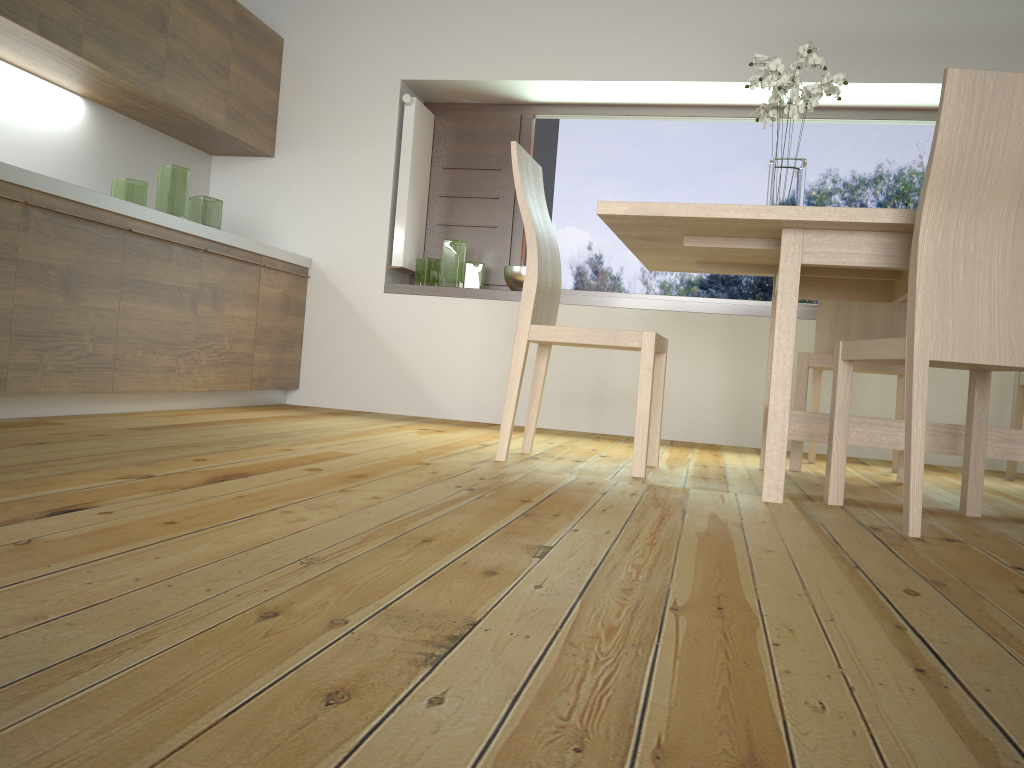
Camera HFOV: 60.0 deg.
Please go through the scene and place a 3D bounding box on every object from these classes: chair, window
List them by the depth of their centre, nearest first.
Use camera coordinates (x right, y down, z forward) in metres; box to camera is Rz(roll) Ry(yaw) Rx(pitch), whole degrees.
[{"bbox_3d":[1.078,-0.165,2.147,0.404,1.017,0.506,5,0,1],"label":"chair"},{"bbox_3d":[0.246,-0.246,2.918,0.506,1.017,0.404,4,0,15],"label":"chair"},{"bbox_3d":[2.186,-0.101,3.382,0.404,1.017,0.506,4,0,11],"label":"chair"},{"bbox_3d":[1.346,-0.169,3.425,0.404,1.017,0.505,4,0,23],"label":"chair"},{"bbox_3d":[2.114,-0.864,4.571,4.188,0.979,0.012,5,-1,12],"label":"window"}]

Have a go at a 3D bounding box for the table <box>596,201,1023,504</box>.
[{"bbox_3d":[1.555,-0.005,2.585,2.502,0.756,1.199,5,1,15],"label":"table"}]

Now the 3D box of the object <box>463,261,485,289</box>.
[{"bbox_3d":[-0.207,-0.585,4.866,0.111,0.160,0.112,5,0,-3],"label":"object"}]

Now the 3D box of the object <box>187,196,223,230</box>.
[{"bbox_3d":[-1.407,-0.772,4.061,0.112,0.160,0.111,4,0,37],"label":"object"}]

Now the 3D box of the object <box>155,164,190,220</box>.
[{"bbox_3d":[-1.490,-0.823,3.887,0.099,0.259,0.099,4,0,37],"label":"object"}]

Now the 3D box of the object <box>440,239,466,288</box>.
[{"bbox_3d":[-0.315,-0.639,4.757,0.099,0.259,0.099,4,0,17],"label":"object"}]

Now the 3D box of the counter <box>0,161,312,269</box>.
[{"bbox_3d":[-1.760,-0.678,3.288,0.652,0.054,3.284,5,1,12],"label":"counter"}]

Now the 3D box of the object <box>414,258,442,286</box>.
[{"bbox_3d":[-0.455,-0.604,4.848,0.112,0.160,0.111,5,0,-38],"label":"object"}]

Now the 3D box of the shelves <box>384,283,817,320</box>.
[{"bbox_3d":[1.731,-0.315,4.398,4.873,0.054,0.403,5,1,12],"label":"shelves"}]

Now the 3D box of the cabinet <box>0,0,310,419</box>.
[{"bbox_3d":[-1.720,-0.906,3.384,0.656,2.004,3.090,4,1,12],"label":"cabinet"}]

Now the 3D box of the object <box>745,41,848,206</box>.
[{"bbox_3d":[0.874,-0.749,2.787,0.304,0.608,0.302,4,0,16],"label":"object"}]

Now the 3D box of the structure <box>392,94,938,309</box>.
[{"bbox_3d":[1.778,-0.857,4.426,4.877,1.154,0.525,5,0,12],"label":"structure"}]

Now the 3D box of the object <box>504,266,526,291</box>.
[{"bbox_3d":[0.077,-0.548,4.748,0.247,0.137,0.247,4,1,-43],"label":"object"}]

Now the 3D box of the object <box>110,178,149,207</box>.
[{"bbox_3d":[-1.624,-0.783,3.759,0.111,0.160,0.112,4,0,37],"label":"object"}]
